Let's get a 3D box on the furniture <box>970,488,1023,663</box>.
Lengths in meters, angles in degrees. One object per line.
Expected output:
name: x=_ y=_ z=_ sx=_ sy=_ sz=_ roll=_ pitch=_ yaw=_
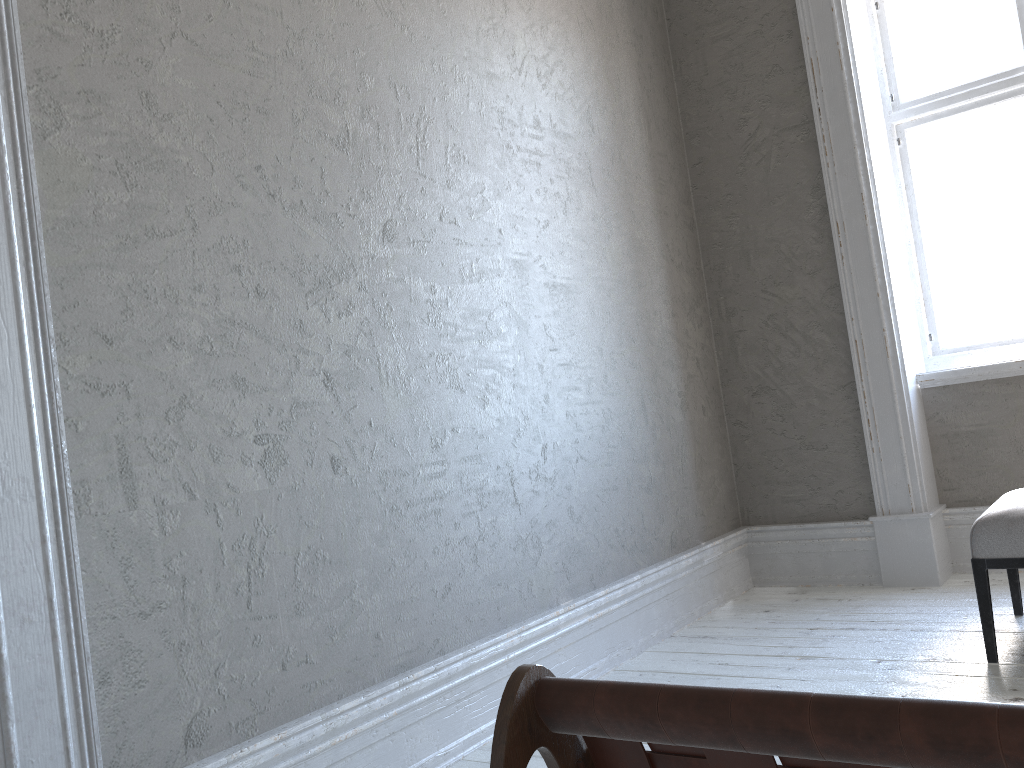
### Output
furniture: x=1.911 y=0.540 z=2.700 sx=0.811 sy=0.475 sz=0.595 roll=-10 pitch=-4 yaw=36

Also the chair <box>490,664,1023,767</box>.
chair: x=0.517 y=0.517 z=0.870 sx=0.497 sy=0.720 sz=1.038 roll=-10 pitch=-4 yaw=36
